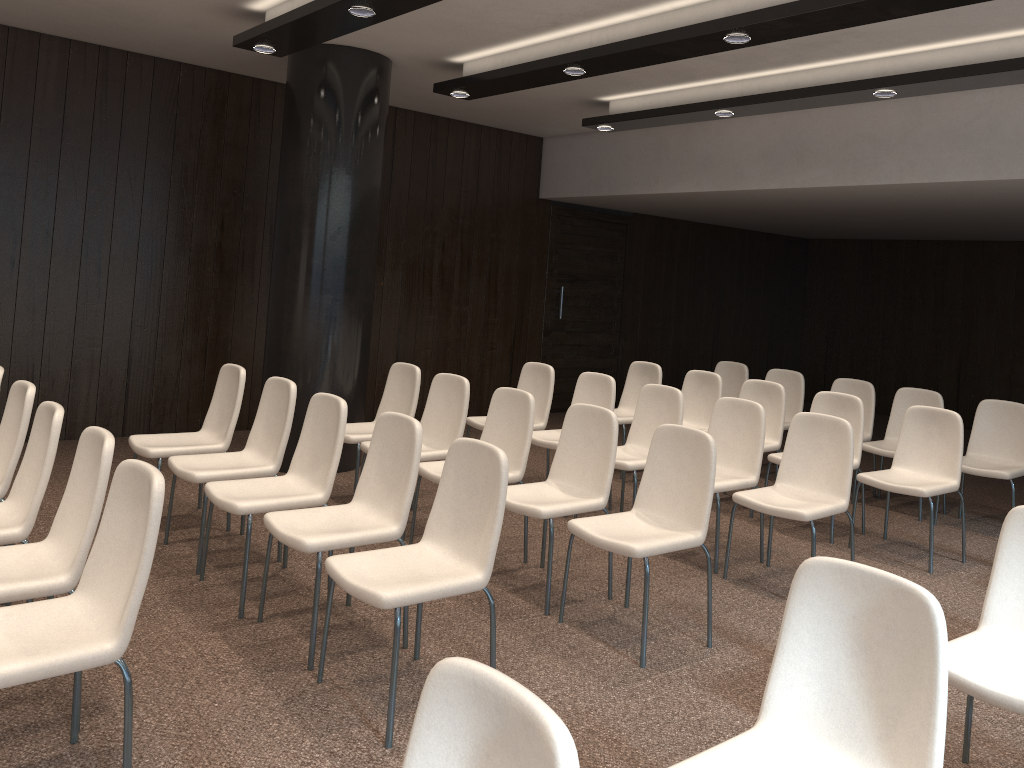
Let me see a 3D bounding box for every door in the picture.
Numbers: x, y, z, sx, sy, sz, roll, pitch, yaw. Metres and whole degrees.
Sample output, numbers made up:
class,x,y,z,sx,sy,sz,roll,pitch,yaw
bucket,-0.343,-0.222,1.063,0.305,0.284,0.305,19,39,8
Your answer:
class,x,y,z,sx,sy,sz,roll,pitch,yaw
door,0.870,-0.878,10.538,1.392,2.412,0.270,4,-1,-39

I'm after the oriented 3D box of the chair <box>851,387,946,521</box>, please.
class,x,y,z,sx,sy,sz,roll,pitch,yaw
chair,2.956,0.493,6.634,0.555,0.902,0.534,4,0,-41

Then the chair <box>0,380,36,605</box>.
class,x,y,z,sx,sy,sz,roll,pitch,yaw
chair,-2.418,0.448,3.785,0.555,0.902,0.534,4,0,-39

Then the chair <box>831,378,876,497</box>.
class,x,y,z,sx,sy,sz,roll,pitch,yaw
chair,2.611,0.416,7.067,0.555,0.902,0.534,4,0,-40

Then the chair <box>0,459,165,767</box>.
class,x,y,z,sx,sy,sz,roll,pitch,yaw
chair,-1.301,0.694,2.399,0.555,0.902,0.534,4,0,-40

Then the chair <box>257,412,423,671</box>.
class,x,y,z,sx,sy,sz,roll,pitch,yaw
chair,-0.706,0.587,3.649,0.555,0.902,0.534,4,0,-37

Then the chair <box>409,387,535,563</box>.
class,x,y,z,sx,sy,sz,roll,pitch,yaw
chair,-0.202,0.483,4.822,0.555,0.902,0.534,4,0,-38

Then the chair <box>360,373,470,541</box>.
class,x,y,z,sx,sy,sz,roll,pitch,yaw
chair,-0.587,0.396,5.315,0.555,0.902,0.534,4,0,-41

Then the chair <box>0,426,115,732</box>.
class,x,y,z,sx,sy,sz,roll,pitch,yaw
chair,-1.647,0.614,2.859,0.555,0.902,0.534,4,0,-37

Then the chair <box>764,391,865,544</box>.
class,x,y,z,sx,sy,sz,roll,pitch,yaw
chair,2.052,0.517,5.892,0.555,0.902,0.534,4,0,-41

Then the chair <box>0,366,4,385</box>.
class,x,y,z,sx,sy,sz,roll,pitch,yaw
chair,-2.821,0.364,4.240,0.555,0.902,0.534,4,0,-37

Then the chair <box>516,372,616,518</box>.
class,x,y,z,sx,sy,sz,roll,pitch,yaw
chair,0.391,0.378,6.054,0.555,0.902,0.534,4,0,-39

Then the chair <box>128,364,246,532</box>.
class,x,y,z,sx,sy,sz,roll,pitch,yaw
chair,-1.861,0.342,5.004,0.555,0.902,0.534,4,0,-37

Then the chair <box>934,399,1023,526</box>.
class,x,y,z,sx,sy,sz,roll,pitch,yaw
chair,3.353,0.578,6.161,0.555,0.902,0.534,4,0,-40

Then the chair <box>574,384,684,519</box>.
class,x,y,z,sx,sy,sz,roll,pitch,yaw
chair,0.766,0.463,5.569,0.555,0.902,0.534,4,0,-37

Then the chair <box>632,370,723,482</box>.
class,x,y,z,sx,sy,sz,roll,pitch,yaw
chair,1.318,0.351,6.837,0.555,0.902,0.534,4,0,-38

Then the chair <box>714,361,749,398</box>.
class,x,y,z,sx,sy,sz,roll,pitch,yaw
chair,1.838,0.248,8.008,0.555,0.902,0.534,4,0,-37

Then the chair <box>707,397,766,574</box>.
class,x,y,z,sx,sy,sz,roll,pitch,yaw
chair,1.160,0.544,5.130,0.555,0.902,0.534,4,0,-38

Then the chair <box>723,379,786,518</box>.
class,x,y,z,sx,sy,sz,roll,pitch,yaw
chair,1.678,0.430,6.388,0.555,0.902,0.534,4,0,-41

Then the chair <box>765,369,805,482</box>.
class,x,y,z,sx,sy,sz,roll,pitch,yaw
chair,2.197,0.331,7.531,0.555,0.902,0.534,4,0,-41

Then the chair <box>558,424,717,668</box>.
class,x,y,z,sx,sy,sz,roll,pitch,yaw
chair,0.578,0.652,3.878,0.555,0.902,0.534,4,0,-37

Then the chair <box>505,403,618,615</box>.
class,x,y,z,sx,sy,sz,roll,pitch,yaw
chair,0.202,0.567,4.364,0.555,0.902,0.534,4,0,-39

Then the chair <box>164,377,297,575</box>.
class,x,y,z,sx,sy,sz,roll,pitch,yaw
chair,-1.459,0.424,4.557,0.555,0.902,0.534,4,0,-38

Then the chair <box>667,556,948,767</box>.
class,x,y,z,sx,sy,sz,roll,pitch,yaw
chair,0.630,0.893,1.898,0.555,0.902,0.534,4,0,-41

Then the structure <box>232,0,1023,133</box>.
class,x,y,z,sx,sy,sz,roll,pitch,yaw
structure,-1.644,-1.733,0.777,13.104,0.230,8.135,-1,9,-39

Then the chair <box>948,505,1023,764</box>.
class,x,y,z,sx,sy,sz,roll,pitch,yaw
chair,1.570,0.869,2.663,0.555,0.902,0.534,4,0,-38

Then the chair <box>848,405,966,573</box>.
class,x,y,z,sx,sy,sz,roll,pitch,yaw
chair,2.471,0.603,5.421,0.555,0.902,0.534,4,0,-38

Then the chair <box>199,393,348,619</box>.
class,x,y,z,sx,sy,sz,roll,pitch,yaw
chair,-1.103,0.507,4.079,0.555,0.902,0.534,4,0,-37

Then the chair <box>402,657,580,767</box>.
class,x,y,z,sx,sy,sz,roll,pitch,yaw
chair,-0.237,0.916,1.182,0.555,0.902,0.534,4,0,-38

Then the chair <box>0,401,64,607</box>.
class,x,y,z,sx,sy,sz,roll,pitch,yaw
chair,-2.041,0.533,3.298,0.555,0.902,0.534,4,0,-37

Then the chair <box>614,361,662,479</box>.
class,x,y,z,sx,sy,sz,roll,pitch,yaw
chair,0.924,0.266,7.305,0.555,0.902,0.534,4,0,-37

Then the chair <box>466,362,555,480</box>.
class,x,y,z,sx,sy,sz,roll,pitch,yaw
chair,-0.013,0.294,6.510,0.555,0.902,0.534,4,0,-37

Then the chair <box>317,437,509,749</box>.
class,x,y,z,sx,sy,sz,roll,pitch,yaw
chair,-0.344,0.672,3.152,0.555,0.902,0.534,4,0,-37

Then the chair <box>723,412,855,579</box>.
class,x,y,z,sx,sy,sz,roll,pitch,yaw
chair,1.507,0.624,4.670,0.555,0.902,0.534,4,0,-41

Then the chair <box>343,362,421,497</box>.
class,x,y,z,sx,sy,sz,roll,pitch,yaw
chair,-0.935,0.316,5.777,0.555,0.902,0.534,4,0,-38
